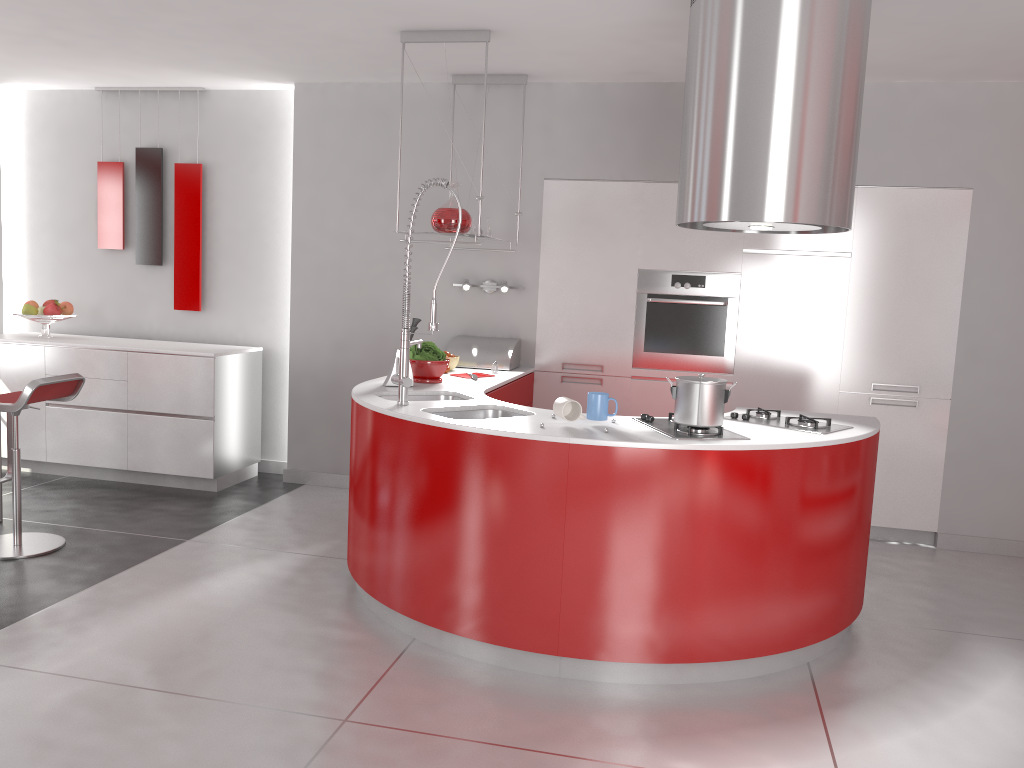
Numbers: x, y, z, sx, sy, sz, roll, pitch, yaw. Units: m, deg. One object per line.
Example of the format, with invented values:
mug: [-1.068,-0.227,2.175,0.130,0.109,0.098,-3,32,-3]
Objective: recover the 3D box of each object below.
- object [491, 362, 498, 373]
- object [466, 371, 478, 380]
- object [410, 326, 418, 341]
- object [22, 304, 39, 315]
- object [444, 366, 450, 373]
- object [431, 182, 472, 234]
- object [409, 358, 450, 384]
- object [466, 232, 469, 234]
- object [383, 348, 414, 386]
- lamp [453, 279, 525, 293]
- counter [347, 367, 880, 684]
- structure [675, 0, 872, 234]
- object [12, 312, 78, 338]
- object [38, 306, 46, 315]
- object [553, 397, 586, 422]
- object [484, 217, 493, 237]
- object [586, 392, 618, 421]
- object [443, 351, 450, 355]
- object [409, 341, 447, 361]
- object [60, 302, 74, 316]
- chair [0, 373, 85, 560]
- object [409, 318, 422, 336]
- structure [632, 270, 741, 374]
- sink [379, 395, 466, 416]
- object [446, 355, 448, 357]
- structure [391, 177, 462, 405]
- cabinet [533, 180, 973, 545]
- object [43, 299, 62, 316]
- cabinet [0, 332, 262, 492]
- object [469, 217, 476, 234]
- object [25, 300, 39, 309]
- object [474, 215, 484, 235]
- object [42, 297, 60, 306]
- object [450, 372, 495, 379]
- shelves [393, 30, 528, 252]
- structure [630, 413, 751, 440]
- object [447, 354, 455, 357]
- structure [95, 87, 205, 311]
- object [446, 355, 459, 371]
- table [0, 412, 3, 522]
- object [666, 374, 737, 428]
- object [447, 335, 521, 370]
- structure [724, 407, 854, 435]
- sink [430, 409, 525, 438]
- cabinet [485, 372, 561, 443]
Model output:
object: [-0.098,-0.095,5.079,0.042,0.066,0.043,6,7,25]
object: [-0.211,-0.047,4.818,0.041,0.008,0.375,1,7,-11]
object: [-0.517,-0.139,4.236,0.130,0.279,0.012,1,7,-17]
object: [-3.212,-0.491,5.913,0.100,0.086,0.083,-1,7,-28]
object: [-0.378,-0.082,4.946,0.063,0.047,0.065,4,7,12]
object: [-0.309,-0.902,4.567,0.213,0.266,0.213,8,9,40]
object: [-0.431,-0.070,4.490,0.228,0.118,0.229,1,7,-17]
object: [-0.273,-0.893,5.047,0.060,0.141,0.060,4,7,12]
object: [-0.545,-0.082,4.265,0.137,0.178,0.091,1,7,-15]
lamp: [-0.153,-0.599,5.439,0.454,0.081,0.155,4,7,12]
counter: [0.084,0.485,4.249,1.868,0.880,2.865,-4,9,-44]
structure: [0.973,-1.064,3.331,0.644,0.958,0.644,0,7,-21]
object: [-3.171,-0.397,6.031,0.398,0.159,0.398,-1,7,-28]
object: [-3.186,-0.490,6.040,0.084,0.079,0.086,8,9,40]
object: [0.221,0.094,3.312,0.109,0.080,0.100,1,7,-18]
object: [-0.141,-0.904,5.200,0.060,0.141,0.060,4,7,12]
object: [0.339,0.085,3.366,0.109,0.100,0.080,1,7,-15]
object: [-0.387,-0.160,5.152,0.066,0.058,0.055,2,7,-3]
object: [-0.430,-0.122,4.474,0.193,0.182,0.198,5,7,18]
object: [-3.056,-0.516,6.086,0.097,0.101,0.121,2,7,-9]
chair: [-2.383,0.374,4.298,0.460,0.857,0.418,4,7,7]
object: [-0.514,-0.157,4.263,0.150,0.322,0.014,1,7,-17]
structure: [1.030,-0.369,5.266,0.599,0.589,0.050,4,7,12]
sink: [-0.401,0.157,3.969,0.428,0.172,0.326,-1,7,-27]
object: [-0.388,-0.143,5.042,0.062,0.049,0.066,5,7,20]
structure: [-0.370,-0.373,3.630,0.178,0.920,0.308,-2,8,-34]
cabinet: [1.381,-0.178,5.534,2.398,2.026,0.614,4,7,12]
object: [-3.094,-0.510,5.959,0.117,0.133,0.097,3,7,2]
cabinet: [-2.665,0.155,5.982,1.802,0.880,0.610,4,7,12]
object: [-0.226,-0.909,5.208,0.060,0.141,0.060,4,7,12]
object: [-3.271,-0.517,6.046,0.117,0.105,0.096,8,9,41]
object: [-0.187,-0.886,5.025,0.060,0.141,0.060,4,7,12]
object: [-3.177,-0.534,6.123,0.117,0.129,0.150,-1,8,-30]
object: [-0.216,-0.047,4.875,0.168,0.006,0.266,8,8,39]
shelves: [-0.250,-1.258,4.814,0.462,1.023,0.934,4,7,12]
structure: [0.665,0.153,3.357,0.303,0.037,0.457,1,7,-13]
object: [-0.355,-0.148,5.100,0.062,0.049,0.066,4,7,9]
structure: [-2.510,-1.277,6.135,0.820,1.503,0.040,4,7,12]
object: [-0.405,-0.119,5.090,0.201,0.086,0.201,4,7,13]
table: [-3.275,0.299,3.950,0.800,1.000,1.700,4,7,12]
object: [0.688,0.055,3.248,0.218,0.185,0.189,0,7,-25]
object: [-0.175,-0.193,5.398,0.400,0.170,0.300,4,7,12]
structure: [1.122,0.143,3.633,0.457,0.037,0.303,9,9,42]
sink: [-0.139,0.216,3.563,0.428,0.172,0.326,-3,8,-39]
cabinet: [0.184,0.429,4.498,1.025,0.761,1.875,-1,8,-32]
